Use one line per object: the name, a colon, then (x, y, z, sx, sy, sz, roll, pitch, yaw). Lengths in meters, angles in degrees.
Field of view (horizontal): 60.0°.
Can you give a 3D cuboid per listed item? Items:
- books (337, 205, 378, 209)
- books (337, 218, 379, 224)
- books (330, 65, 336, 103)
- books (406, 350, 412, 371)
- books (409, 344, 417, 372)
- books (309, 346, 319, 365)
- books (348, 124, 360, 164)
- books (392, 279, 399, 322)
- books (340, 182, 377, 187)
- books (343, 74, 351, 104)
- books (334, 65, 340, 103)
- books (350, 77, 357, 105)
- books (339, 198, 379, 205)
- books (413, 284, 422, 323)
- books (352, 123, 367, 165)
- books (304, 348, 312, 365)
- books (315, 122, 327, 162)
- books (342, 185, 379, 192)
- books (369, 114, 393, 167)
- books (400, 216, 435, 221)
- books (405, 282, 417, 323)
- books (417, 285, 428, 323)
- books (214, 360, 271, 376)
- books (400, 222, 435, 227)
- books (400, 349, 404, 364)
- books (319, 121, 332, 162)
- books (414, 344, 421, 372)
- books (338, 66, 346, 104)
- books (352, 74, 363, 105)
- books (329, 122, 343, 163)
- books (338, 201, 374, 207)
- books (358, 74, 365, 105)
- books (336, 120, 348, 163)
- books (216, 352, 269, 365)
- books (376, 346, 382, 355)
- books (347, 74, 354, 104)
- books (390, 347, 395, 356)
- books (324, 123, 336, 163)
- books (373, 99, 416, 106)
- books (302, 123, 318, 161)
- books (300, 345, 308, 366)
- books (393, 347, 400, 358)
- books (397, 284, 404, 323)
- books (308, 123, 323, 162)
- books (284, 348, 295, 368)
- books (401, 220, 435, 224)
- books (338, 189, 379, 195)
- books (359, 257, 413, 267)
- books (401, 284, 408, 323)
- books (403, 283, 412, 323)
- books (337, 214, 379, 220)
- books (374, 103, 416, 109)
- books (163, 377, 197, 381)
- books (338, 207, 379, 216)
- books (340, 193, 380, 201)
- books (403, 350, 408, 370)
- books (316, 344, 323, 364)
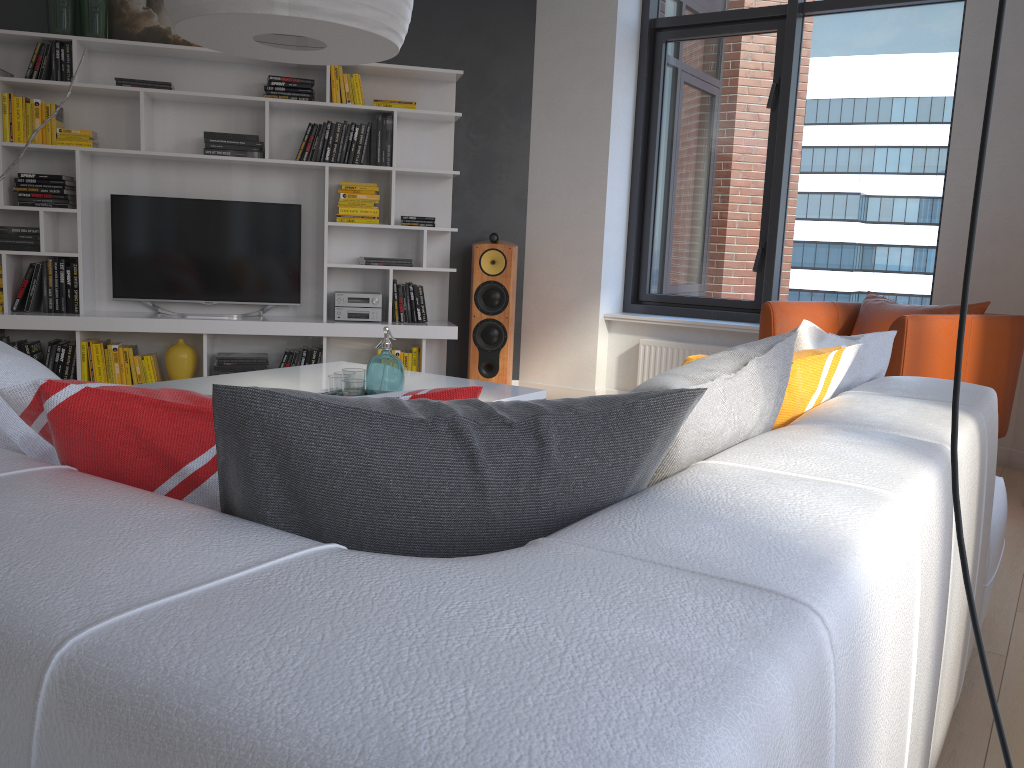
books: (-0.969, -1.109, 5.577, 0.251, 0.014, 0.189, 1, 9, -9)
books: (-0.963, -1.019, 5.565, 0.257, 0.028, 0.194, 1, 9, -8)
books: (-1.081, -1.801, 5.353, 0.041, 0.229, 0.161, 1, 9, -14)
books: (-0.664, -0.092, 5.680, 0.024, 0.234, 0.172, 1, 9, -12)
books: (-0.637, -0.110, 5.689, 0.029, 0.270, 0.204, 1, 9, -12)
books: (-1.253, -0.106, 5.550, 0.084, 0.249, 0.191, 1, 9, -12)
books: (-0.979, -1.466, 5.462, 0.071, 0.243, 0.179, 1, 9, -14)
books: (-0.752, -0.536, 5.672, 0.053, 0.268, 0.202, 1, 9, -13)
books: (-0.961, -1.248, 5.574, 0.223, 0.023, 0.163, 1, 9, -8)
books: (-1.002, -1.777, 5.380, 0.054, 0.180, 0.132, 1, 9, -12)
books: (-1.063, -1.802, 5.376, 0.041, 0.224, 0.163, 0, 9, -14)
books: (-0.960, -1.764, 5.372, 0.046, 0.161, 0.108, 1, 9, -14)
books: (-0.964, -1.146, 5.570, 0.239, 0.019, 0.171, 1, 9, -12)
books: (-0.615, -0.519, 5.690, 0.066, 0.242, 0.177, 1, 9, -13)
books: (-0.944, -1.470, 5.481, 0.084, 0.249, 0.191, 1, 9, -12)
books: (-1.289, -0.101, 5.538, 0.068, 0.243, 0.179, 0, 9, -14)
books: (-1.164, -1.464, 5.410, 0.069, 0.242, 0.172, 1, 9, -12)
books: (-0.948, -1.221, 5.557, 0.223, 0.023, 0.163, 1, 9, -8)
books: (-0.821, -1.503, 5.532, 0.128, 0.321, 0.259, 1, 9, -12)
books: (-0.598, -1.046, 5.615, 0.213, 0.023, 0.161, 1, 9, -9)
books: (-0.646, -0.526, 5.690, 0.066, 0.255, 0.193, 1, 9, -13)
books: (-0.590, -0.519, 5.728, 0.077, 0.233, 0.179, 1, 9, -12)
books: (-1.666, -0.061, 5.494, 0.343, 0.137, 0.277, 0, 9, -17)
books: (-0.597, -1.006, 5.604, 0.213, 0.023, 0.161, 1, 9, -9)
books: (-0.714, -0.095, 5.669, 0.023, 0.239, 0.169, 1, 9, -12)
books: (-1.147, -1.475, 5.440, 0.075, 0.254, 0.192, 1, 9, -13)
books: (-0.612, -0.111, 5.704, 0.025, 0.270, 0.213, 1, 9, -12)
books: (-1.036, -1.803, 5.391, 0.054, 0.224, 0.164, 1, 9, -13)
books: (-0.940, -1.778, 5.389, 0.064, 0.184, 0.141, 1, 9, -12)
books: (-1.084, -1.472, 5.452, 0.084, 0.249, 0.191, 1, 9, -12)
books: (-0.973, -1.124, 5.553, 0.217, 0.023, 0.145, 1, 9, -8)
books: (-0.919, -1.779, 5.402, 0.044, 0.184, 0.142, 1, 9, -12)
books: (-1.051, -1.477, 5.460, 0.066, 0.260, 0.197, 1, 9, -12)
books: (-1.672, -0.155, 5.500, 0.310, 0.047, 0.250, 0, 9, -17)
books: (-0.837, -0.105, 5.640, 0.044, 0.255, 0.198, 1, 9, -12)
books: (-0.980, -1.775, 5.377, 0.044, 0.178, 0.128, 1, 9, -13)
books: (-0.768, -0.102, 5.656, 0.019, 0.251, 0.180, 1, 9, -12)
books: (-1.120, -1.467, 5.440, 0.068, 0.243, 0.179, 0, 9, -14)
books: (-0.728, -1.731, 5.494, 0.257, 0.024, 0.203, 1, 9, -10)
books: (-1.234, -1.465, 5.422, 0.096, 0.234, 0.187, 1, 9, -12)
books: (-1.316, -0.109, 5.537, 0.075, 0.254, 0.192, 1, 9, -13)
books: (-0.741, -0.101, 5.659, 0.035, 0.250, 0.185, 1, 9, -12)
books: (-0.720, -0.519, 5.678, 0.053, 0.240, 0.189, 1, 9, -12)
books: (-1.201, -1.464, 5.416, 0.081, 0.233, 0.169, 1, 9, -13)
books: (-1.403, -0.099, 5.520, 0.096, 0.234, 0.187, 1, 9, -12)
books: (-0.598, -1.025, 5.603, 0.198, 0.015, 0.142, 0, 9, -14)
books: (-0.958, -1.199, 5.562, 0.227, 0.022, 0.160, 3, 9, 3)
books: (-0.805, -0.779, 5.642, 0.310, 0.047, 0.250, 0, 9, -17)
books: (-0.695, -0.517, 5.676, 0.049, 0.236, 0.170, 1, 9, -12)
books: (-0.672, -0.519, 5.673, 0.050, 0.242, 0.169, 1, 9, -13)
books: (-0.967, -1.046, 5.569, 0.257, 0.024, 0.203, 1, 9, -10)
books: (-0.724, -1.704, 5.491, 0.257, 0.028, 0.194, 1, 9, -8)
books: (-2.004, -0.009, 5.412, 0.204, 0.029, 0.270, -2, 10, -27)
books: (-0.965, -1.079, 5.568, 0.243, 0.042, 0.189, 1, 9, -12)
books: (-0.953, -1.171, 5.566, 0.239, 0.033, 0.176, 1, 9, -9)
books: (-0.689, -0.092, 5.671, 0.024, 0.234, 0.172, 1, 9, -12)
books: (-1.220, -0.110, 5.558, 0.066, 0.260, 0.197, 1, 9, -12)
